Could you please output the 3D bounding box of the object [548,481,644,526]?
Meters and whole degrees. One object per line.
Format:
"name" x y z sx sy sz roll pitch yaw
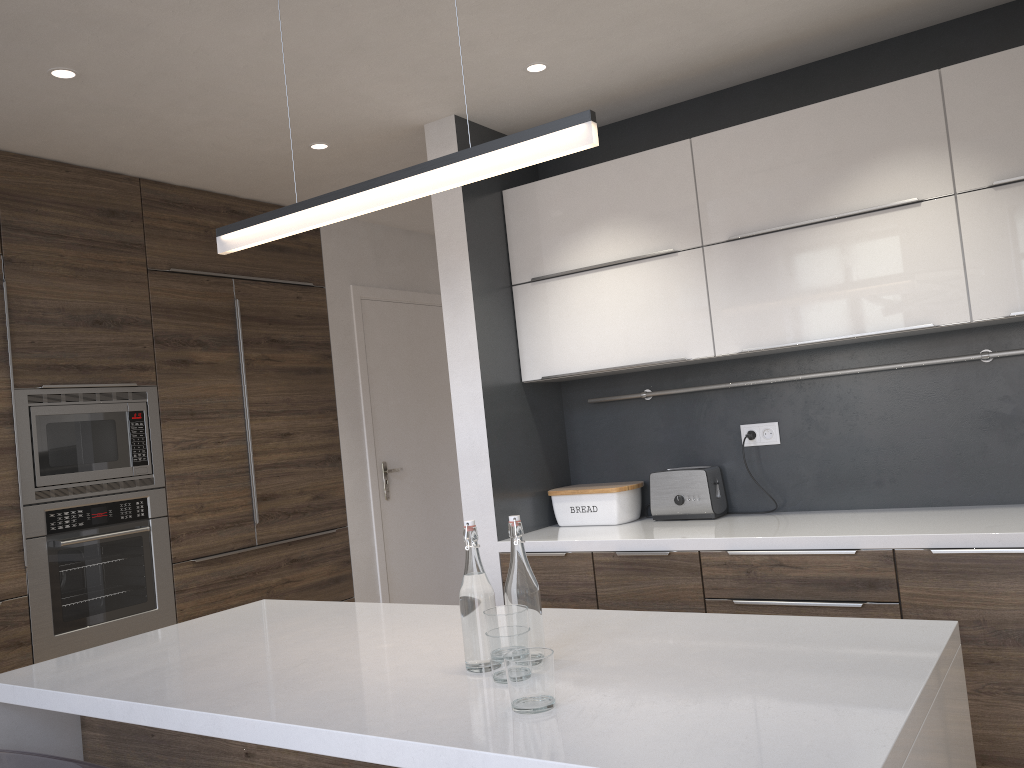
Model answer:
"object" 0.352 0.493 3.637 0.380 0.148 0.263 -8 -3 33

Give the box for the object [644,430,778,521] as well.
"object" 0.725 0.360 3.436 0.562 0.319 0.191 -8 -3 33

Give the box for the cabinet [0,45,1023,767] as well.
"cabinet" 0.368 0.103 2.350 4.694 2.501 2.402 -8 -3 33

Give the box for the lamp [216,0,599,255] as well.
"lamp" -0.307 -0.735 1.827 0.998 0.756 0.020 -8 -3 33

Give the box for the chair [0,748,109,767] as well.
"chair" -0.844 1.057 1.695 0.434 0.787 0.475 -4 -3 -39

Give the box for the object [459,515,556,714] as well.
"object" -0.019 0.371 1.482 0.148 0.267 0.323 -6 -3 -2

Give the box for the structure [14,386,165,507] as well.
"structure" -1.831 0.255 3.611 0.459 0.430 0.595 -8 -3 33

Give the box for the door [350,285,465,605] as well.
"door" -0.499 0.516 5.164 0.085 2.136 0.974 -8 -3 33

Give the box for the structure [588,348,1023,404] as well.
"structure" 1.578 -0.094 2.953 3.000 0.045 0.050 -8 -3 33

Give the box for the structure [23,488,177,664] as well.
"structure" -1.765 0.750 3.578 0.495 0.570 0.595 -8 -3 33
